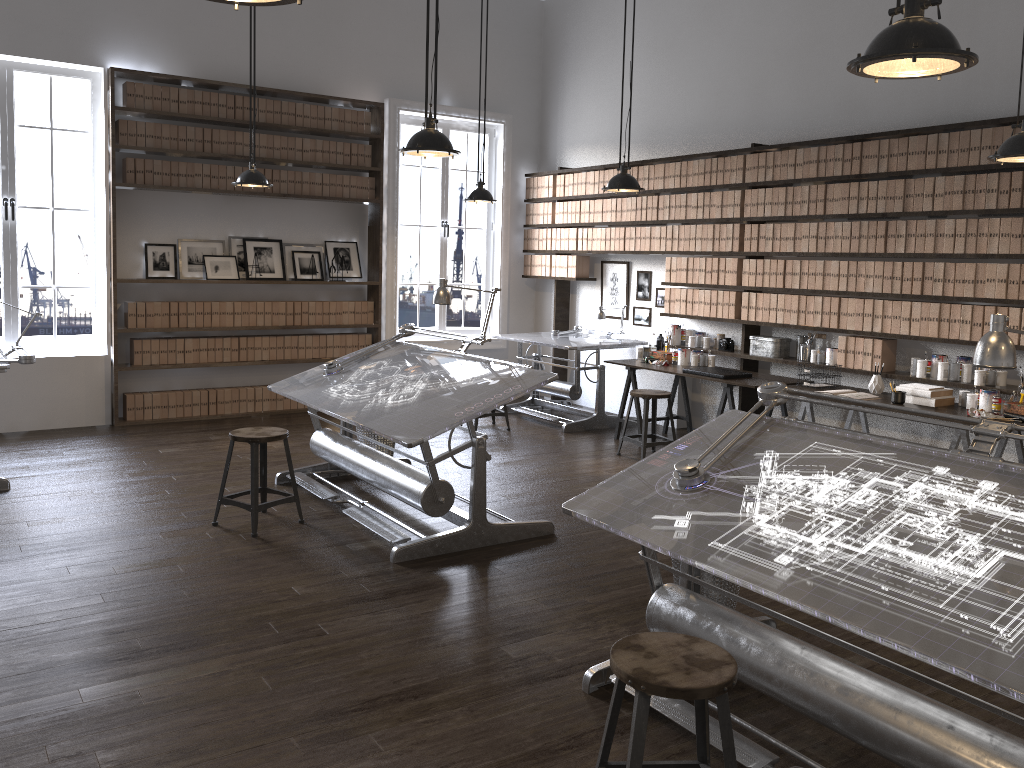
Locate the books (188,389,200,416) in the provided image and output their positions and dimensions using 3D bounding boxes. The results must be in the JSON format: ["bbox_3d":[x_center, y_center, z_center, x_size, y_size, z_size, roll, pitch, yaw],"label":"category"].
[{"bbox_3d":[-2.893,0.168,8.052,0.067,0.224,0.175,-2,7,-34],"label":"books"}]

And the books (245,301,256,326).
[{"bbox_3d":[-2.447,-0.657,8.270,0.067,0.224,0.175,-2,7,-34],"label":"books"}]

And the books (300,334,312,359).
[{"bbox_3d":[-2.002,-0.367,8.595,0.067,0.224,0.175,-2,7,-34],"label":"books"}]

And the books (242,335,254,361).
[{"bbox_3d":[-2.470,-0.337,8.288,0.067,0.224,0.175,-2,7,-34],"label":"books"}]

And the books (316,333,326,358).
[{"bbox_3d":[-1.887,-0.375,8.674,0.067,0.224,0.175,-2,7,-34],"label":"books"}]

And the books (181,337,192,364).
[{"bbox_3d":[-2.933,-0.306,7.976,0.067,0.224,0.175,-2,7,-34],"label":"books"}]

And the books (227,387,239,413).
[{"bbox_3d":[-2.601,0.150,8.243,0.067,0.225,0.175,-2,7,-34],"label":"books"}]

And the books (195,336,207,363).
[{"bbox_3d":[-2.824,-0.313,8.045,0.067,0.225,0.175,-2,7,-34],"label":"books"}]

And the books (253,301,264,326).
[{"bbox_3d":[-2.387,-0.661,8.306,0.067,0.224,0.175,-2,7,-34],"label":"books"}]

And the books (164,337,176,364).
[{"bbox_3d":[-3.053,-0.299,7.898,0.067,0.224,0.175,-2,7,-34],"label":"books"}]

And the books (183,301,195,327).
[{"bbox_3d":[-2.904,-0.627,7.961,0.067,0.224,0.175,-2,7,-34],"label":"books"}]

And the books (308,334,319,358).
[{"bbox_3d":[-1.946,-0.371,8.637,0.067,0.224,0.175,-2,7,-34],"label":"books"}]

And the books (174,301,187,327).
[{"bbox_3d":[-2.965,-0.623,7.925,0.067,0.224,0.175,-2,7,-34],"label":"books"}]

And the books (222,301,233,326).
[{"bbox_3d":[-2.622,-0.645,8.149,0.067,0.224,0.175,-2,7,-34],"label":"books"}]

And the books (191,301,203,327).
[{"bbox_3d":[-2.847,-0.631,8.003,0.067,0.224,0.175,-2,7,-34],"label":"books"}]

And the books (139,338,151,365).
[{"bbox_3d":[-3.227,-0.286,7.777,0.067,0.224,0.175,-2,7,-34],"label":"books"}]

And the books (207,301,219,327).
[{"bbox_3d":[-2.728,-0.638,8.075,0.067,0.225,0.175,-2,7,-34],"label":"books"}]

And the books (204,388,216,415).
[{"bbox_3d":[-2.770,0.161,8.132,0.067,0.225,0.175,-2,7,-34],"label":"books"}]

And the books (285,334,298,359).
[{"bbox_3d":[-2.120,-0.359,8.513,0.067,0.225,0.175,-2,7,-34],"label":"books"}]

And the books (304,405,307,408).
[{"bbox_3d":[-2.017,0.111,8.635,0.067,0.224,0.175,-2,7,-34],"label":"books"}]

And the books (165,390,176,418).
[{"bbox_3d":[-3.066,0.180,7.934,0.067,0.225,0.175,-2,7,-34],"label":"books"}]

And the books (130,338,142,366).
[{"bbox_3d":[-3.287,-0.282,7.736,0.067,0.225,0.175,-2,7,-34],"label":"books"}]

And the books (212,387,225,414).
[{"bbox_3d":[-2.712,0.156,8.177,0.067,0.224,0.175,-2,7,-34],"label":"books"}]

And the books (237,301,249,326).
[{"bbox_3d":[-2.504,-0.653,8.230,0.067,0.224,0.175,-2,7,-34],"label":"books"}]

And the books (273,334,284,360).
[{"bbox_3d":[-2.238,-0.352,8.441,0.067,0.224,0.175,-2,7,-34],"label":"books"}]

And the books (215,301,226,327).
[{"bbox_3d":[-2.675,-0.642,8.116,0.067,0.224,0.175,-2,7,-34],"label":"books"}]

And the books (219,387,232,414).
[{"bbox_3d":[-2.656,0.153,8.212,0.067,0.224,0.175,-2,7,-34],"label":"books"}]

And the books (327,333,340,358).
[{"bbox_3d":[-1.767,-0.382,8.752,0.067,0.224,0.175,-2,7,-34],"label":"books"}]

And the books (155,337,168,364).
[{"bbox_3d":[-3.113,-0.295,7.861,0.067,0.224,0.175,-2,7,-34],"label":"books"}]

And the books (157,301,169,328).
[{"bbox_3d":[-3.089,-0.615,7.843,0.067,0.224,0.175,-2,7,-34],"label":"books"}]

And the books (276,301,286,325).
[{"bbox_3d":[-2.215,-0.672,8.421,0.067,0.224,0.175,-2,7,-34],"label":"books"}]

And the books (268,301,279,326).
[{"bbox_3d":[-2.265,-0.668,8.383,0.067,0.225,0.175,-2,7,-34],"label":"books"}]

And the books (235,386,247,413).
[{"bbox_3d":[-2.541,0.146,8.283,0.067,0.224,0.175,-2,7,-34],"label":"books"}]

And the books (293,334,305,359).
[{"bbox_3d":[-2.060,-0.363,8.553,0.067,0.224,0.175,-2,7,-34],"label":"books"}]

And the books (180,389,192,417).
[{"bbox_3d":[-2.954,0.172,8.016,0.067,0.224,0.175,-2,7,-34],"label":"books"}]

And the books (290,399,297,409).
[{"bbox_3d":[-2.137,0.118,8.558,0.067,0.224,0.175,-2,7,-34],"label":"books"}]

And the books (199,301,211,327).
[{"bbox_3d":[-2.788,-0.635,8.042,0.067,0.224,0.175,-2,7,-34],"label":"books"}]

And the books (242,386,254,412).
[{"bbox_3d":[-2.482,0.141,8.326,0.067,0.224,0.175,-2,7,-34],"label":"books"}]

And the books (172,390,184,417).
[{"bbox_3d":[-3.013,0.176,7.976,0.067,0.224,0.175,-2,7,-34],"label":"books"}]

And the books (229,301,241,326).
[{"bbox_3d":[-2.561,-0.649,8.188,0.067,0.225,0.175,-2,7,-34],"label":"books"}]

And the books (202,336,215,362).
[{"bbox_3d":[-2.771,-0.317,8.087,0.067,0.224,0.175,-2,7,-34],"label":"books"}]

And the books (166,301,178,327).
[{"bbox_3d":[-3.025,-0.619,7.879,0.067,0.225,0.175,-2,7,-34],"label":"books"}]

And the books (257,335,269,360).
[{"bbox_3d":[-2.353,-0.344,8.362,0.067,0.224,0.175,-2,7,-34],"label":"books"}]

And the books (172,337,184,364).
[{"bbox_3d":[-2.993,-0.302,7.934,0.067,0.225,0.175,-2,7,-34],"label":"books"}]

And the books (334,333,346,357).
[{"bbox_3d":[-1.715,-0.386,8.788,0.067,0.224,0.175,-2,7,-34],"label":"books"}]

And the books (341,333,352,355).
[{"bbox_3d":[-1.657,-0.389,8.821,0.067,0.225,0.175,-2,7,-34],"label":"books"}]

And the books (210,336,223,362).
[{"bbox_3d":[-2.712,-0.321,8.126,0.067,0.224,0.175,-2,7,-34],"label":"books"}]

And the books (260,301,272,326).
[{"bbox_3d":[-2.325,-0.664,8.343,0.067,0.224,0.175,-2,7,-34],"label":"books"}]

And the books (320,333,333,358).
[{"bbox_3d":[-1.826,-0.378,8.710,0.067,0.225,0.175,-2,7,-34],"label":"books"}]

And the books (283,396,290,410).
[{"bbox_3d":[-2.196,0.122,8.521,0.067,0.224,0.175,-2,7,-34],"label":"books"}]

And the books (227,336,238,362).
[{"bbox_3d":[-2.594,-0.329,8.205,0.067,0.224,0.175,-2,7,-34],"label":"books"}]

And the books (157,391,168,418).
[{"bbox_3d":[-3.124,0.183,7.901,0.067,0.224,0.175,-2,7,-34],"label":"books"}]

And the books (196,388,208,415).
[{"bbox_3d":[-2.836,0.164,8.095,0.067,0.224,0.175,-2,7,-34],"label":"books"}]

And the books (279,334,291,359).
[{"bbox_3d":[-2.175,-0.356,8.481,0.067,0.224,0.175,-2,7,-34],"label":"books"}]

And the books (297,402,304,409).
[{"bbox_3d":[-2.076,0.115,8.594,0.067,0.225,0.175,-2,7,-34],"label":"books"}]

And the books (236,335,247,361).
[{"bbox_3d":[-2.529,-0.332,8.242,0.067,0.225,0.175,-2,7,-34],"label":"books"}]

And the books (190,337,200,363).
[{"bbox_3d":[-2.882,-0.310,8.012,0.067,0.224,0.175,-2,7,-34],"label":"books"}]
